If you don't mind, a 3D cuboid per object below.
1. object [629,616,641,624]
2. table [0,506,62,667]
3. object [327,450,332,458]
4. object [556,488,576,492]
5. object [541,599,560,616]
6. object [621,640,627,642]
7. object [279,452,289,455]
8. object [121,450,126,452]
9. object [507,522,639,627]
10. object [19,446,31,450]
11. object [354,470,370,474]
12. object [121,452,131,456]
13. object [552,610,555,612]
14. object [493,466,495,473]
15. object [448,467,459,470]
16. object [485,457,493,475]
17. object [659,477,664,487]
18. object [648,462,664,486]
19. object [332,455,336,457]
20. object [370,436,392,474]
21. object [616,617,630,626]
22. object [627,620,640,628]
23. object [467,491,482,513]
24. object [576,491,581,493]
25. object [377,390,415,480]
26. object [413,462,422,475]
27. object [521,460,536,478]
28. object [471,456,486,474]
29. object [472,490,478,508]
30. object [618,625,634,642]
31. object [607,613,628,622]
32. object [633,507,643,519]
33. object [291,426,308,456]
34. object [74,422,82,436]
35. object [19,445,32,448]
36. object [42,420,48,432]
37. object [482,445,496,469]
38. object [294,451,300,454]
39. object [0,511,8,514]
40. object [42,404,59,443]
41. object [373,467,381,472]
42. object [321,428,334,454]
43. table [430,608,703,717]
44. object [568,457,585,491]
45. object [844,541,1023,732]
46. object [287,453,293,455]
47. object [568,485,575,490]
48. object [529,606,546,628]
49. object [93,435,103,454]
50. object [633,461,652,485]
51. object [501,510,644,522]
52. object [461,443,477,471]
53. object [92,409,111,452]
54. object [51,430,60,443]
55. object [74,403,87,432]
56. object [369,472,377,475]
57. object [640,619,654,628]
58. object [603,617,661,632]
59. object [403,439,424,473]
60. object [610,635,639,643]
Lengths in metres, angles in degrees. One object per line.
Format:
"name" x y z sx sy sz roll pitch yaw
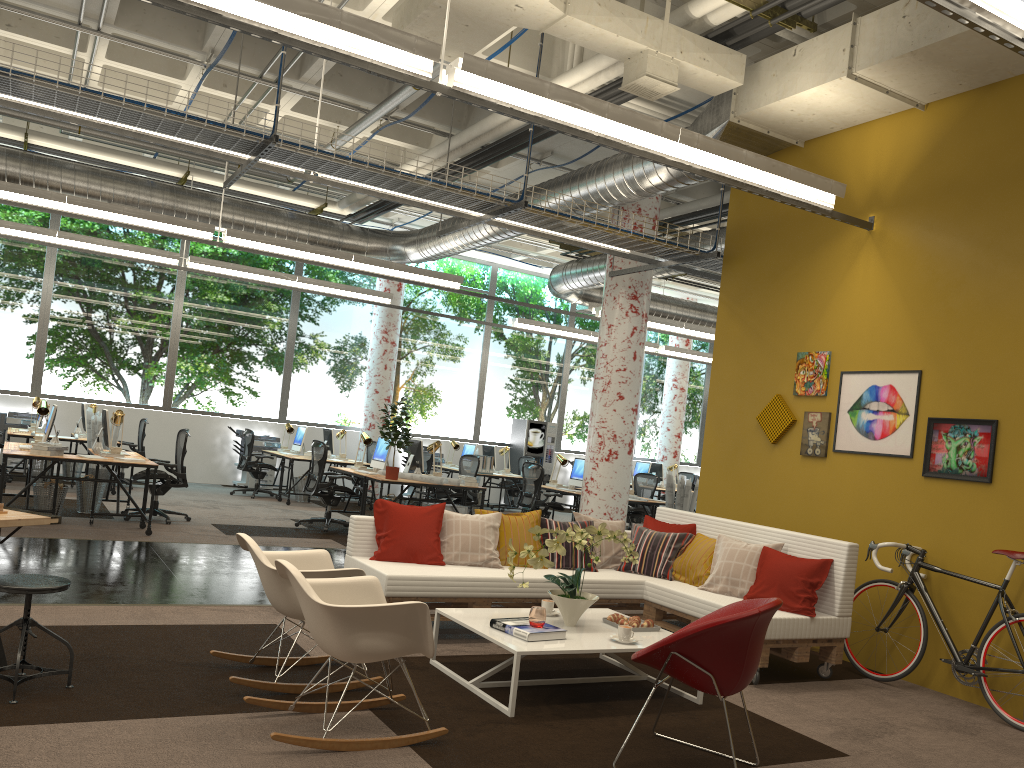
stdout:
"object" 0.759 1.449 5.425 0.064 0.055 0.121 7 -3 -7
"table" -2.660 0.975 4.188 0.625 0.759 0.618 6 -2 21
"object" -3.064 1.134 14.804 0.101 0.209 0.102 6 -1 16
"object" 0.798 1.534 12.858 0.119 0.017 0.438 8 -4 -29
"object" 0.219 1.375 5.455 0.160 0.090 0.160 7 -3 -5
"object" 0.660 1.414 4.866 0.132 0.011 0.028 7 -3 -12
"object" -3.722 1.142 14.553 0.119 0.017 0.438 8 -4 -29
"object" -4.565 0.781 10.332 0.106 0.029 0.059 8 -3 -28
"object" 0.358 1.111 5.213 0.789 0.615 0.417 7 -2 -17
"object" -4.997 0.656 9.093 0.106 0.029 0.059 8 -3 -28
"object" -1.880 1.119 11.265 0.119 0.017 0.438 8 -4 -29
"object" -4.412 0.786 10.043 0.119 0.017 0.438 8 -4 -29
"object" 0.204 1.404 5.513 0.132 0.011 0.028 5 -3 16
"object" -0.358 1.527 16.335 0.101 0.209 0.102 6 -1 16
"object" -1.016 1.535 16.084 0.119 0.017 0.438 8 -4 -29
"object" -0.445 1.411 15.371 0.150 0.302 0.280 7 -2 -29
"object" 3.094 2.028 18.288 0.101 0.209 0.102 6 -1 16
"object" 2.996 1.899 18.613 0.190 0.485 0.483 7 -2 -29
"object" -3.135 1.259 15.503 0.106 0.029 0.059 8 -3 -28
"object" -1.650 0.915 11.353 0.190 0.485 0.483 7 -2 -29
"object" 0.658 1.429 5.306 0.070 0.059 0.131 7 -3 -7
"object" 0.732 1.437 5.295 0.064 0.055 0.121 7 -3 -7
"object" -0.673 2.081 15.901 0.354 0.434 0.358 7 -2 -33
"object" 0.953 1.527 12.569 0.106 0.029 0.059 8 -3 -28
"object" -1.390 0.593 10.491 0.440 1.077 0.512 7 -1 -38
"object" -1.222 1.111 11.515 0.101 0.209 0.102 6 -1 16
"object" 0.303 1.520 15.794 0.150 0.302 0.280 7 -2 -29
"object" -0.573 1.392 15.299 0.150 0.302 0.280 7 -2 -29
"object" -0.734 2.138 16.921 0.353 0.434 0.369 6 -2 6
"object" 0.628 1.384 4.913 0.086 0.085 0.079 6 -2 -1
"object" 0.640 1.432 5.409 0.135 0.061 0.072 7 -2 -9
"object" 2.719 2.639 18.873 0.354 0.434 0.358 7 -2 -33
"object" -3.491 0.938 14.642 0.190 0.485 0.483 7 -2 -29
"object" -6.341 0.659 12.949 0.101 0.209 0.102 6 -1 16
"object" -5.152 0.664 9.382 0.119 0.017 0.438 8 -4 -29
"object" -6.897 0.608 13.110 0.101 0.209 0.102 6 -1 16
"object" -0.456 1.398 16.660 0.190 0.485 0.483 7 -2 -29
"object" -3.619 1.083 14.965 0.101 0.209 0.102 6 -1 16
"object" -2.607 0.596 4.191 0.272 0.012 0.274 5 -4 21
"object" -4.921 0.460 9.471 0.190 0.485 0.483 7 -2 -29
"object" -1.609 1.424 11.366 0.105 0.932 0.847 7 -2 -34
"object" -3.161 1.005 15.129 0.190 0.485 0.483 7 -2 -29
"table" 0.314 1.577 5.153 1.266 0.330 0.983 8 -4 -29
"object" 1.029 1.331 12.947 0.190 0.485 0.483 7 -2 -29
"object" 2.827 1.527 5.669 0.402 1.039 1.734 7 -3 -23
"object" -3.568 1.134 14.264 0.106 0.029 0.059 8 -3 -28
"object" 0.901 1.476 13.270 0.101 0.209 0.102 6 -1 16
"object" 0.139 1.273 4.831 0.094 0.106 0.095 6 -2 21
"object" -4.494 0.656 9.633 0.101 0.209 0.102 6 -1 16
"object" 2.666 1.832 18.126 0.190 0.485 0.483 7 -2 -29
"object" 1.355 2.394 17.329 3.416 0.437 0.366 8 -2 -20
"object" -0.968 1.691 16.429 0.191 1.208 1.076 7 -2 -29
"object" -4.591 0.527 9.958 0.190 0.485 0.483 7 -2 -29
"object" -5.049 0.605 9.794 0.101 0.209 0.102 6 -1 16
"object" -6.439 0.529 13.275 0.190 0.485 0.483 7 -2 -29
"object" -1.726 1.111 10.975 0.106 0.029 0.059 8 -3 -28
"object" 0.821 1.449 5.344 0.072 0.062 0.136 6 -3 18
"object" 0.722 1.457 5.364 0.268 0.026 0.267 8 -4 -29
"object" -1.320 0.982 11.840 0.190 0.485 0.483 7 -2 -29
"object" 0.621 1.420 4.913 0.160 0.020 0.161 5 -4 25
